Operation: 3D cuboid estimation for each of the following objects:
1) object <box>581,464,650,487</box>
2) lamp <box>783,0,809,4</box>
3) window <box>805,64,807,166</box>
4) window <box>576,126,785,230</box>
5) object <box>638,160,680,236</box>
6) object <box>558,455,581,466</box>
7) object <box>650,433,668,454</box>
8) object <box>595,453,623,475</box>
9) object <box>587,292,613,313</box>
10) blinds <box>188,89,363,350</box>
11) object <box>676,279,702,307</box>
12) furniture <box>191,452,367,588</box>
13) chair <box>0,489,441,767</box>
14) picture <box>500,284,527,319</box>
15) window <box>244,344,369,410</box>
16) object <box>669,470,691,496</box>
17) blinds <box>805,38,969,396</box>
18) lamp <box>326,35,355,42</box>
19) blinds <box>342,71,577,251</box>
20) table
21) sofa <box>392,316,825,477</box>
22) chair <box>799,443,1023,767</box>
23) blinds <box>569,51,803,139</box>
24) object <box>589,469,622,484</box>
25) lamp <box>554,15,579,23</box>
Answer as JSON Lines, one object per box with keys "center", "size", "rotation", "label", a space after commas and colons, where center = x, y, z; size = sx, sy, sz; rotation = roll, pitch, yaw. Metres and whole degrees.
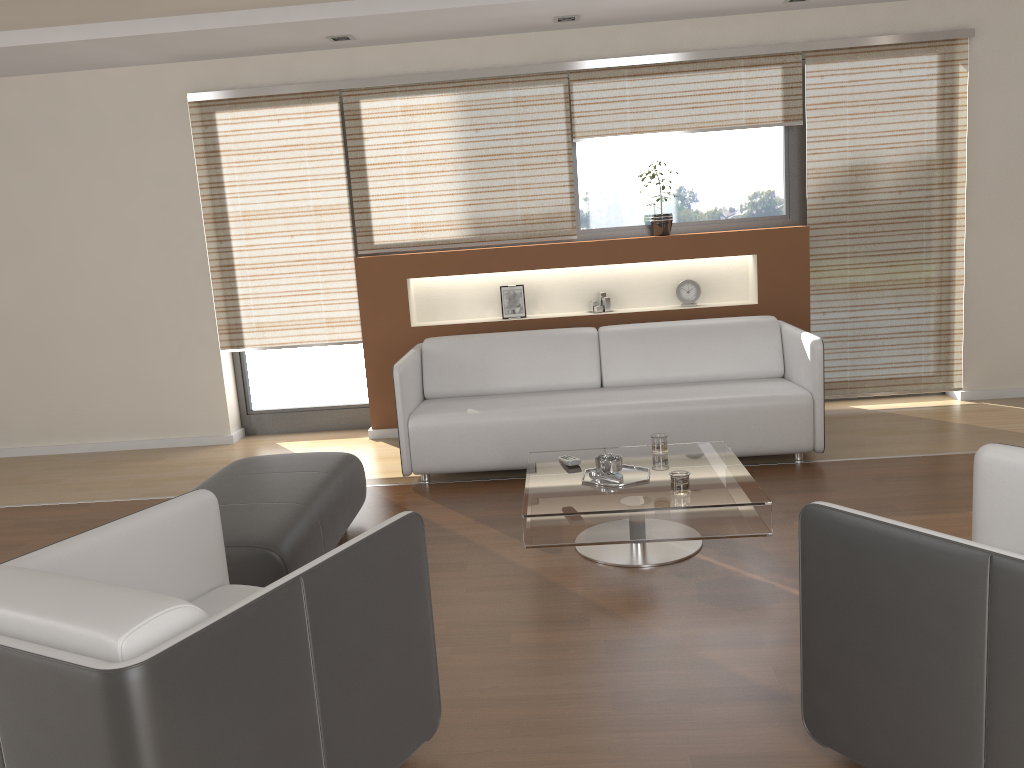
{"center": [0.426, 0.374, 3.631], "size": [0.273, 0.011, 0.315], "rotation": [-2, 10, 10], "label": "object"}
{"center": [1.663, -2.274, 5.140], "size": [0.146, 0.087, 0.146], "rotation": [-4, 10, 3], "label": "lamp"}
{"center": [2.387, -1.058, 5.894], "size": [0.889, 2.162, 0.010], "rotation": [-4, 10, 3], "label": "window"}
{"center": [0.404, -1.504, 5.905], "size": [2.817, 0.986, 0.010], "rotation": [-4, 10, 3], "label": "window"}
{"center": [0.948, -1.189, 5.684], "size": [0.268, 0.477, 0.342], "rotation": [-5, 10, -7], "label": "object"}
{"center": [0.249, 0.331, 3.891], "size": [0.064, 0.029, 0.158], "rotation": [-7, 11, -15], "label": "object"}
{"center": [0.658, 0.265, 3.954], "size": [0.079, 0.077, 0.079], "rotation": [-6, 10, -8], "label": "object"}
{"center": [0.403, 0.330, 3.682], "size": [0.117, 0.079, 0.118], "rotation": [-2, 10, 10], "label": "object"}
{"center": [0.584, -0.543, 5.873], "size": [0.141, 0.131, 0.141], "rotation": [-8, 11, -18], "label": "object"}
{"center": [-1.533, -1.052, 5.802], "size": [0.980, 1.635, 0.001], "rotation": [-4, 10, 3], "label": "blinds"}
{"center": [1.163, -0.601, 5.833], "size": [0.160, 0.176, 0.096], "rotation": [-1, 11, 18], "label": "object"}
{"center": [-1.072, 0.577, 3.699], "size": [0.685, 0.301, 1.291], "rotation": [-4, 10, 3], "label": "furniture"}
{"center": [-0.750, 0.668, 2.082], "size": [0.767, 0.661, 0.919], "rotation": [1, 12, 28], "label": "chair"}
{"center": [0.007, -0.546, 5.875], "size": [0.159, 0.216, 0.133], "rotation": [-4, 10, -2], "label": "picture"}
{"center": [-1.503, -0.851, 6.116], "size": [0.889, 2.093, 0.010], "rotation": [-4, 10, 3], "label": "window"}
{"center": [0.636, 0.375, 3.356], "size": [0.079, 0.077, 0.079], "rotation": [-6, 10, -8], "label": "object"}
{"center": [2.372, -1.015, 5.625], "size": [0.980, 2.200, 0.001], "rotation": [-4, 10, 3], "label": "blinds"}
{"center": [-1.027, -2.108, 5.298], "size": [0.146, 0.087, 0.146], "rotation": [-4, 10, 3], "label": "lamp"}
{"center": [-0.332, -1.417, 5.678], "size": [1.432, 1.044, 0.001], "rotation": [-4, 10, 3], "label": "blinds"}
{"center": [0.516, 0.517, 3.679], "size": [0.900, 0.300, 0.900], "rotation": [-4, 10, 3], "label": "table"}
{"center": [0.520, 0.036, 5.069], "size": [2.238, 0.661, 0.919], "rotation": [-4, 10, 3], "label": "sofa"}
{"center": [1.260, 0.566, 1.965], "size": [0.767, 0.706, 0.919], "rotation": [-10, 12, -31], "label": "chair"}
{"center": [1.086, -1.803, 5.540], "size": [1.432, 0.441, 0.001], "rotation": [-4, 10, 3], "label": "blinds"}
{"center": [0.381, 0.373, 3.578], "size": [0.147, 0.035, 0.051], "rotation": [6, 14, 44], "label": "object"}
{"center": [0.318, -2.191, 5.219], "size": [0.146, 0.087, 0.146], "rotation": [-4, 10, 3], "label": "lamp"}
